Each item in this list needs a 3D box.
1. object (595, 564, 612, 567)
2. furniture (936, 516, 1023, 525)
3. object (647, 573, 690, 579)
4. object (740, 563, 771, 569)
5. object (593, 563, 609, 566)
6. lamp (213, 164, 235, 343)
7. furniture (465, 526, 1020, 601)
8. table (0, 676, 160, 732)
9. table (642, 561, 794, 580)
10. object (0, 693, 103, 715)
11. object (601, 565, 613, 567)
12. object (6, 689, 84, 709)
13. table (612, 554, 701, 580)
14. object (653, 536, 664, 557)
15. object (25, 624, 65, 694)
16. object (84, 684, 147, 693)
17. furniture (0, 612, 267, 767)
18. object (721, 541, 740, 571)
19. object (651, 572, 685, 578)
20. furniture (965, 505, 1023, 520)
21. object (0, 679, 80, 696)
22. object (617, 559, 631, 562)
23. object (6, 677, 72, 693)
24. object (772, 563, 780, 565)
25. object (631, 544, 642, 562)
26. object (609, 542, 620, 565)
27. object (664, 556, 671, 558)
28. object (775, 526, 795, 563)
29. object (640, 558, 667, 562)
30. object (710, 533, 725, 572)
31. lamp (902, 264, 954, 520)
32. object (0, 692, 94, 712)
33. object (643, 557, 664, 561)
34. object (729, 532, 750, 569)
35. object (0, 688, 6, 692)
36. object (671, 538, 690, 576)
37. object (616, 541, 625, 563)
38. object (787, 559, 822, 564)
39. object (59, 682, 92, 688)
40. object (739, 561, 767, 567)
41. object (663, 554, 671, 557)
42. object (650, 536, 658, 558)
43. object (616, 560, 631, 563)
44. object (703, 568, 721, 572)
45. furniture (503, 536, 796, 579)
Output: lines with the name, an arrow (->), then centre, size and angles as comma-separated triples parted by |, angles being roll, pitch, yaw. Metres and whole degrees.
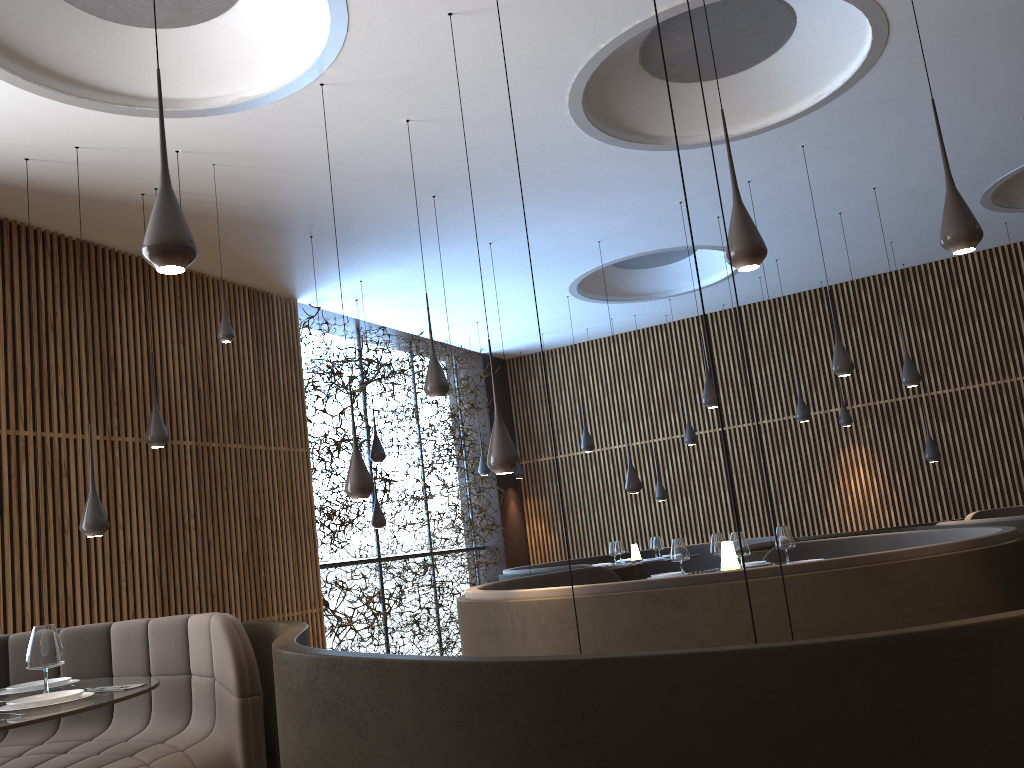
object -> 1.133, 2.354, 11.468 | 0.332, 0.014, 0.332 | -12, -11, 23
furniture -> 5.221, 1.801, 8.737 | 0.900, 1.043, 2.543 | -3, -11, -21
object -> 1.215, 1.499, 6.893 | 0.333, 0.014, 0.332 | -14, -13, 34
object -> 1.885, 1.440, 7.015 | 0.332, 0.014, 0.333 | 4, -15, -45
object -> 1.132, 2.345, 11.470 | 0.263, 0.029, 0.264 | -2, -12, -27
lamp -> -2.370, -1.072, 7.197 | 0.133, 1.503, 0.133 | -10, -10, 21
furniture -> 1.636, 1.832, 6.461 | 3.880, 1.114, 3.806 | -7, -10, 2
table -> -2.220, 1.804, 3.398 | 1.674, 1.020, 1.677 | -10, -11, 18
table -> 1.686, 1.899, 6.490 | 1.677, 1.020, 1.674 | -14, -12, 36
object -> -1.770, 1.212, 3.364 | 0.204, 0.012, 0.412 | -10, -11, 15
object -> 1.171, 2.302, 11.171 | 0.262, 0.017, 0.127 | -5, -11, -12
object -> -1.771, 1.202, 3.371 | 0.263, 0.029, 0.264 | -8, -10, 3
table -> 1.697, 2.834, 11.557 | 1.671, 1.020, 1.680 | -5, -10, -13
object -> 1.876, 2.100, 11.340 | 0.142, 0.294, 0.142 | -10, -10, 19
object -> -1.892, 1.128, 3.593 | 0.142, 0.294, 0.142 | -12, -11, 29
object -> -1.647, 1.255, 3.643 | 0.262, 0.017, 0.127 | -11, -11, 19
furniture -> -2.202, 1.727, 4.246 | 2.535, 1.056, 0.933 | -11, -10, 22
object -> 1.611, 1.286, 6.587 | 0.143, 0.231, 0.144 | -15, -13, 41
object -> 1.214, 1.490, 6.895 | 0.263, 0.029, 0.264 | -6, -10, -7
furniture -> 7.413, 1.687, 9.778 | 1.980, 1.043, 3.952 | -1, -12, -31
object -> -2.133, 1.373, 4.002 | 0.332, 0.014, 0.333 | -10, -11, 18
object -> 1.575, 2.418, 12.158 | 0.263, 0.029, 0.264 | -10, -11, 18
object -> -2.135, 1.363, 4.003 | 0.263, 0.029, 0.264 | -6, -10, -8
object -> 1.889, 1.440, 7.012 | 0.412, 0.012, 0.204 | -14, -12, 33
object -> 1.622, 2.220, 11.654 | 0.142, 0.231, 0.145 | -8, -9, 7
object -> 1.313, 2.175, 11.371 | 0.142, 0.294, 0.142 | -10, -10, 21
object -> 2.130, 2.290, 11.778 | 0.332, 0.014, 0.333 | -9, -11, 11
object -> 2.019, 1.198, 6.548 | 0.142, 0.294, 0.142 | -7, -9, -3
object -> 1.776, 2.211, 11.117 | 0.332, 0.014, 0.333 | -9, -11, 12
object -> 1.640, 1.327, 6.996 | 0.142, 0.294, 0.142 | 1, -12, -42
lamp -> 6.118, 1.308, 12.521 | 0.196, 6.251, 0.196 | -15, -12, 41
object -> -1.770, 1.212, 3.369 | 0.332, 0.014, 0.333 | -6, -10, -3
object -> 1.774, 2.202, 11.119 | 0.264, 0.029, 0.263 | -13, -12, 31
object -> 1.588, 1.182, 6.178 | 0.142, 0.294, 0.142 | -5, -9, -12
object -> -2.410, 1.434, 4.109 | 0.126, 0.017, 0.262 | -10, -11, 17
object -> 1.272, 1.316, 6.697 | 0.142, 0.294, 0.142 | -6, -9, -7
object -> 1.458, 2.267, 11.969 | 0.142, 0.294, 0.142 | -12, -10, 26
object -> 2.091, 1.274, 6.307 | 0.264, 0.029, 0.263 | -16, -14, 41
object -> -2.129, 1.373, 4.001 | 0.411, 0.012, 0.205 | -9, -11, 13
object -> 1.884, 1.430, 7.016 | 0.263, 0.029, 0.264 | -11, -11, 21
object -> 2.129, 2.280, 11.779 | 0.263, 0.029, 0.264 | -10, -11, 15
object -> 1.926, 2.203, 11.930 | 0.142, 0.294, 0.142 | -4, -10, -20
object -> 1.576, 2.427, 12.157 | 0.332, 0.014, 0.332 | -12, -11, 24
object -> 1.663, 1.510, 7.210 | 0.127, 0.017, 0.262 | -15, -13, 37
furniture -> 1.864, 2.690, 11.391 | 3.884, 1.043, 3.807 | -8, -10, 3
